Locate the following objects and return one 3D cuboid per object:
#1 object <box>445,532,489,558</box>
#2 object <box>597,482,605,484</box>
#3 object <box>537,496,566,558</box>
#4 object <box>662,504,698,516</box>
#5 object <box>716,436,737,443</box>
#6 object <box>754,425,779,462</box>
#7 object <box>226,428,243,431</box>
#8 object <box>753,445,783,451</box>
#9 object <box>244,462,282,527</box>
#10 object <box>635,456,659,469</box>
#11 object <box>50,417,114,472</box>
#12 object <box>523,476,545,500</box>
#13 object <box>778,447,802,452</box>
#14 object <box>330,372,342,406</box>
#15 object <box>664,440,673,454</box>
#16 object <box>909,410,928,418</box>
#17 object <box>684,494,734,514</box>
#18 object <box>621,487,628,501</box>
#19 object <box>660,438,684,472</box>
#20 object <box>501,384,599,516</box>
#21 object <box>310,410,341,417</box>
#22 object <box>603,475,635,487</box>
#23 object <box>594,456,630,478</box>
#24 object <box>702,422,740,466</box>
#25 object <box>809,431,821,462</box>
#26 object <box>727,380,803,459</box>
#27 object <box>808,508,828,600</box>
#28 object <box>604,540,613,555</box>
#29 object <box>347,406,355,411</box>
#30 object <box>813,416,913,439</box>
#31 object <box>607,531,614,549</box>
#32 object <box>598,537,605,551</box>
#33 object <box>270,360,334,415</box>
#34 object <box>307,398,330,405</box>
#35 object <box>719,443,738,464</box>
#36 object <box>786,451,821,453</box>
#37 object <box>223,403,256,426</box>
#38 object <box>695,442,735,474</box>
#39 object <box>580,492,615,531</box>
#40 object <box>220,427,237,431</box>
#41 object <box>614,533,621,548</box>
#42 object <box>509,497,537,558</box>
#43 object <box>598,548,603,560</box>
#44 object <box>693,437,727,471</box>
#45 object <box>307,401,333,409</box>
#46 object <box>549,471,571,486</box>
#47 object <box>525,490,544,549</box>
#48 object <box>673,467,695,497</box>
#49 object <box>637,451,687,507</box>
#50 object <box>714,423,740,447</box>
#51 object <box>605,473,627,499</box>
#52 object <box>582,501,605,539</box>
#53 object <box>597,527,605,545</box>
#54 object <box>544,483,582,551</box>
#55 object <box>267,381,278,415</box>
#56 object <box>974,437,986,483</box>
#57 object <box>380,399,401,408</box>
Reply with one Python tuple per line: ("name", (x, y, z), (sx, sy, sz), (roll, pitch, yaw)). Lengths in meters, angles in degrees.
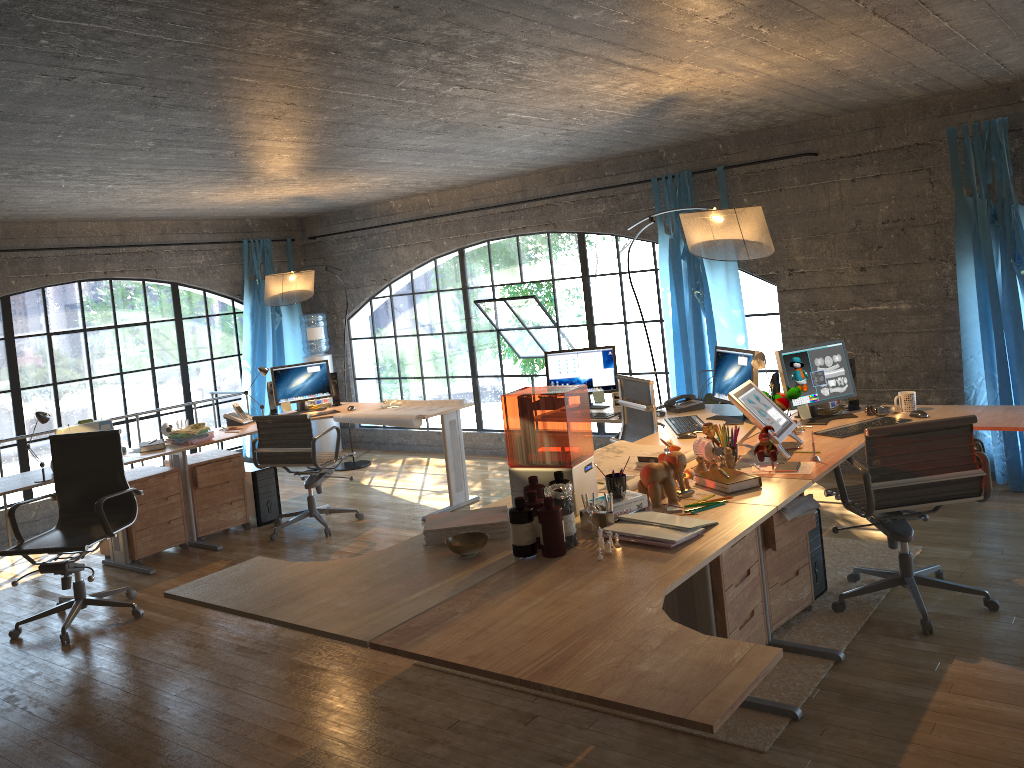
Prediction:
("object", (-0.147, 0.542, 2.936), (0.146, 0.054, 0.148), (-4, 6, 14))
("object", (0.336, 0.416, 3.754), (0.008, 0.007, 0.147), (-10, 8, -43))
("object", (0.127, 0.457, 2.841), (0.079, 0.186, 0.080), (-4, 3, 45))
("object", (0.608, 0.452, 3.203), (0.127, 0.013, 0.143), (-5, 7, 11))
("object", (1.000, 0.277, 4.257), (0.139, 0.022, 0.109), (-10, 8, -32))
("object", (1.080, 0.254, 3.760), (0.103, 0.143, 0.106), (-5, 3, 11))
("object", (-2.038, 0.334, 6.488), (0.125, 0.009, 0.012), (-6, 5, 0))
("object", (1.170, 0.286, 4.035), (0.108, 0.024, 0.096), (-11, 8, -38))
("object", (-1.991, 0.837, 6.733), (0.479, 0.410, 0.201), (-2, 5, 43))
("object", (0.613, 0.344, 3.904), (0.130, 0.055, 0.049), (-1, 6, 38))
("object", (-2.714, 0.376, 5.585), (0.136, 0.283, 0.406), (-4, 5, 38))
("object", (0.084, 0.423, 3.155), (0.080, 0.186, 0.079), (-8, 3, -35))
("object", (1.246, 0.294, 3.966), (0.125, 0.009, 0.012), (-6, 5, 0))
("object", (-1.460, 0.041, 7.288), (0.084, 0.277, 0.085), (-4, 2, 40))
("object", (0.741, 0.303, 4.109), (0.054, 0.064, 0.160), (-6, 6, 5))
("object", (2.026, 0.148, 4.395), (0.059, 0.034, 0.101), (-8, 7, -17))
("object", (0.717, 0.439, 3.236), (0.251, 0.009, 0.109), (-12, 9, -41))
("object", (0.400, 0.390, 3.161), (0.025, 0.050, 0.017), (-8, 3, -42))
("object", (0.653, 0.309, 3.612), (0.085, 0.188, 0.094), (-7, 3, -28))
("object", (0.149, 0.249, 3.407), (0.269, 0.457, 0.224), (-5, 3, 28))
("object", (-1.585, 0.246, 6.809), (0.493, 0.011, 0.187), (-10, 8, -27))
("object", (0.444, 0.399, 3.654), (0.135, 0.042, 0.022), (-8, 3, -15))
("object", (0.384, 0.328, 3.176), (0.152, 0.101, 0.076), (-8, 4, -23))
("object", (0.883, 0.258, 3.882), (0.226, 0.177, 0.094), (-8, 3, -25))
("object", (1.271, 0.260, 3.720), (0.045, 0.131, 0.046), (-5, 2, 33))
("object", (1.129, 0.156, 4.008), (0.285, 0.299, 0.399), (-4, 5, 29))
("object", (1.232, 0.798, 4.257), (0.479, 0.410, 0.201), (-2, 5, 43))
("object", (0.304, 0.517, 2.796), (0.026, 0.044, 0.026), (-6, 3, -7))
("object", (-1.260, 0.188, 6.919), (0.059, 0.034, 0.101), (-8, 7, -17))
("object", (1.701, 0.207, 4.285), (0.493, 0.011, 0.187), (-10, 8, -27))
("object", (0.319, 0.502, 2.858), (0.024, 0.055, 0.025), (-5, 2, 18))
("object", (0.287, 0.515, 2.843), (0.019, 0.040, 0.019), (-7, 2, -11))
("object", (-1.693, 0.028, 7.132), (0.472, 0.389, 0.285), (-8, 4, -27))
("object", (-1.608, 0.143, 7.292), (0.144, 0.032, 0.153), (0, 9, 42))
("object", (0.941, 0.305, 3.823), (0.077, 0.082, 0.077), (-9, 5, -34))
("object", (1.283, 0.300, 3.887), (0.146, 0.007, 0.008), (-2, 6, 30))
("object", (-2.093, 0.225, 6.791), (0.189, 0.164, 0.170), (-4, 5, 23))
("object", (0.855, 0.313, 3.689), (0.217, 0.120, 0.074), (-10, 4, -33))
("object", (0.294, 0.443, 3.066), (0.133, 0.128, 0.039), (-3, 3, 33))
("object", (-2.114, 0.326, 6.557), (0.108, 0.024, 0.096), (-11, 8, -38))
("object", (0.339, 0.505, 2.853), (0.022, 0.047, 0.022), (-5, 3, 18))
("object", (0.034, 0.463, 2.876), (0.079, 0.186, 0.080), (-4, 3, 45))
("object", (0.274, 0.529, 2.753), (0.017, 0.037, 0.017), (-6, 2, -7))
("object", (0.837, 0.297, 3.769), (0.099, 0.135, 0.155), (-7, 5, -17))
("object", (-1.587, 0.177, 7.278), (0.204, 0.036, 0.206), (-1, 8, 36))
("object", (0.177, 0.409, 3.189), (0.079, 0.186, 0.080), (-4, 3, 45))
("object", (0.075, 0.449, 2.948), (0.080, 0.186, 0.079), (-8, 3, -35))
("object", (0.663, 0.380, 3.463), (0.144, 0.081, 0.181), (-8, 6, -22))
("object", (0.579, 0.355, 3.349), (0.199, 0.176, 0.130), (-8, 4, -28))
("object", (0.931, 0.258, 3.819), (0.104, 0.175, 0.101), (-5, 3, 24))
("object", (0.378, 0.372, 3.197), (0.076, 0.082, 0.077), (-5, 4, 17))
("object", (0.280, 0.459, 2.982), (0.074, 0.120, 0.037), (-5, 2, 12))
("object", (0.291, 0.498, 2.902), (0.025, 0.058, 0.025), (-5, 2, 21))
("object", (0.162, 0.433, 2.926), (0.098, 0.213, 0.095), (-4, 3, 36))
("object", (-1.928, 0.117, 7.065), (0.085, 0.277, 0.085), (-6, 2, -9))
("object", (1.914, 0.356, 3.904), (0.368, 0.241, 0.300), (-7, 5, -11))
("object", (-0.939, 0.149, 6.837), (0.159, 0.064, 0.054), (-6, 4, 4))
